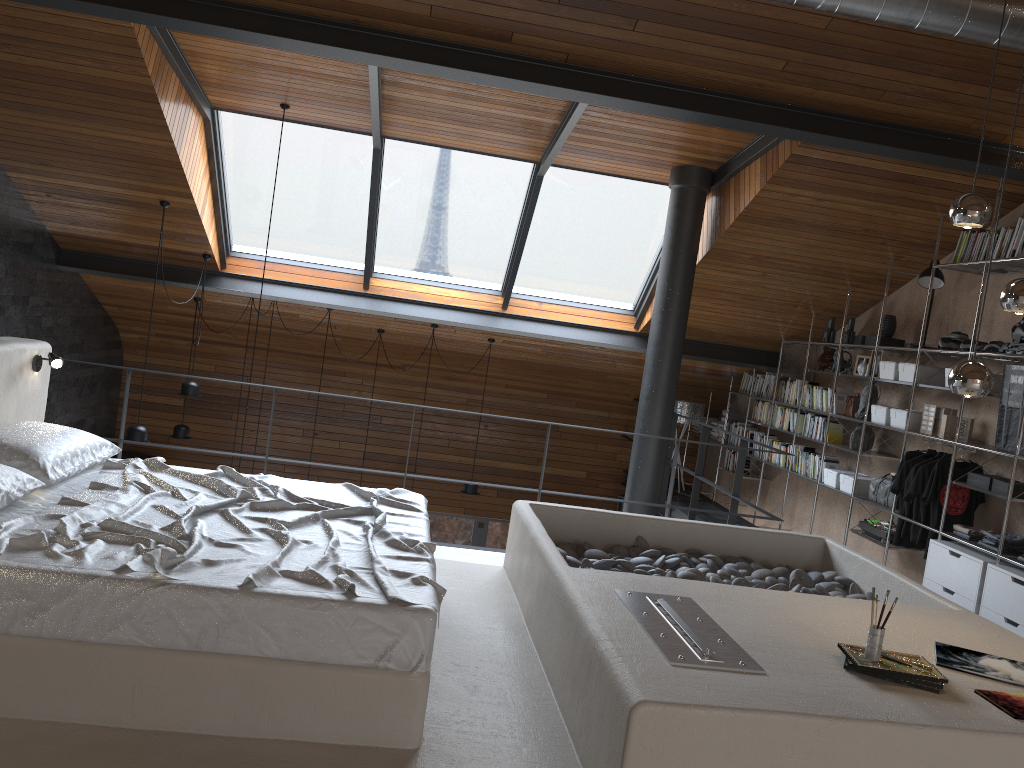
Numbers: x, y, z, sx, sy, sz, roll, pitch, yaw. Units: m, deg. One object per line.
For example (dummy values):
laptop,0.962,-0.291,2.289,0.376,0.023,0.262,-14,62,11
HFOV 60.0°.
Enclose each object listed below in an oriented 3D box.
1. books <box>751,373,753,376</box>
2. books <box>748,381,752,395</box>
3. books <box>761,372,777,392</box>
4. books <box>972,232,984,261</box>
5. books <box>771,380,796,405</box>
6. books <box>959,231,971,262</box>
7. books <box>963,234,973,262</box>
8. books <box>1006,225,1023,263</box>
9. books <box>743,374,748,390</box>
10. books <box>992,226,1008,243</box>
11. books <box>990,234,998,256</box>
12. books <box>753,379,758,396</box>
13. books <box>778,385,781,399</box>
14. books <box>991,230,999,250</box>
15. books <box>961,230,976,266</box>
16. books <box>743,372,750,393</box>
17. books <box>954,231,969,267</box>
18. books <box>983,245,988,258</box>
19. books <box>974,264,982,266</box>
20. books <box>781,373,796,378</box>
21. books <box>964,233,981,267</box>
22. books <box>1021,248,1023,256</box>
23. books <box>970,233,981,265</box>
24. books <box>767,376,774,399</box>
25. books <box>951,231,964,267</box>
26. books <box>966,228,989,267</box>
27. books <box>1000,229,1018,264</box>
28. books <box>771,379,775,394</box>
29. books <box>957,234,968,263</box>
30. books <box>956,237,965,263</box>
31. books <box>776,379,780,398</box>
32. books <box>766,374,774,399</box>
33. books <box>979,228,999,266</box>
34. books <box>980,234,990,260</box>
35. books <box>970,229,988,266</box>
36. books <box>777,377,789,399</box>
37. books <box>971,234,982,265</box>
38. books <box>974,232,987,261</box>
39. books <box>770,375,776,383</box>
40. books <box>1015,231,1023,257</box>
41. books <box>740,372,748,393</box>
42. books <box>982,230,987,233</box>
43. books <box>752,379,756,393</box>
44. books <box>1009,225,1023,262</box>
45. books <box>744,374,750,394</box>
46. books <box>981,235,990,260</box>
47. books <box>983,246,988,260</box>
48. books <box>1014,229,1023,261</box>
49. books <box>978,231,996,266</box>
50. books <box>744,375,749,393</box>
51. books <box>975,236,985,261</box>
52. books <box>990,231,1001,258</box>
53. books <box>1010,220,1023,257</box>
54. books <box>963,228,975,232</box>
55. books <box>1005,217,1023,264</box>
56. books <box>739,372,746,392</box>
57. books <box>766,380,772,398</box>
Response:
books,2.530,0.004,9.230,0.129,0.226,0.069,8,3,-7
books,2.514,0.035,9.150,0.119,0.169,0.058,8,3,-7
books,2.583,0.014,8.874,0.143,0.264,0.088,8,3,-7
books,3.078,-0.877,5.763,0.127,0.197,0.063,8,3,-7
books,2.612,0.071,8.360,0.131,0.216,0.509,8,3,-7
books,3.093,-0.900,5.934,0.148,0.229,0.073,8,3,-7
books,3.079,-0.885,5.883,0.130,0.202,0.063,8,3,-7
books,3.130,-0.861,5.456,0.117,0.218,0.073,8,3,-7
books,2.526,-0.004,9.340,0.148,0.229,0.073,8,3,-7
books,3.098,-0.881,5.627,0.122,0.227,0.076,8,3,-7
books,3.092,-0.855,5.612,0.112,0.173,0.054,8,3,-7
books,2.526,0.042,9.019,0.112,0.173,0.054,8,3,-7
books,2.614,0.083,8.459,0.131,0.181,0.014,8,3,-7
books,3.090,-0.866,5.617,0.111,0.194,0.059,8,3,-7
books,3.096,-0.897,5.907,0.160,0.228,0.080,8,3,-7
books,2.529,0.000,9.313,0.160,0.228,0.080,8,3,-7
books,3.094,-0.902,5.973,0.169,0.229,0.077,8,3,-7
books,3.084,-0.859,5.666,0.112,0.174,0.054,8,3,-7
books,3.099,-0.879,5.817,0.130,0.201,0.063,8,3,-7
books,2.627,0.039,8.486,0.143,0.268,0.020,8,3,-7
books,3.093,-0.885,5.871,0.146,0.208,0.071,8,3,-7
books,3.185,-0.862,5.333,0.191,0.249,0.077,8,3,-7
books,3.084,-0.878,5.805,0.127,0.197,0.063,8,3,-7
books,2.592,0.043,8.670,0.148,0.233,0.053,8,3,-7
books,3.074,-0.907,5.999,0.148,0.229,0.073,8,3,-7
books,3.092,-0.898,5.837,0.143,0.233,0.081,8,3,-8
books,3.123,-0.854,5.513,0.126,0.194,0.064,8,3,-7
books,2.598,0.062,8.625,0.143,0.199,0.019,8,3,-7
books,3.083,-0.896,5.949,0.149,0.202,0.067,8,3,-8
books,3.073,-0.886,5.964,0.131,0.178,0.057,8,3,-8
books,2.610,0.067,8.515,0.148,0.206,0.018,8,3,-7
books,2.619,0.034,8.740,0.191,0.249,0.077,8,3,-7
books,3.109,-0.880,5.704,0.161,0.220,0.074,8,3,-7
books,3.088,-0.863,5.693,0.117,0.180,0.059,8,3,-7
books,3.097,-0.892,5.824,0.129,0.226,0.069,8,3,-7
books,2.608,0.056,8.469,0.129,0.231,0.010,8,3,-7
books,3.094,-0.876,5.788,0.139,0.199,0.074,8,3,-8
books,3.087,-0.875,5.753,0.127,0.197,0.063,8,3,-7
books,2.625,0.038,8.729,0.191,0.244,0.075,8,3,-7
books,3.135,-0.867,5.340,0.148,0.229,0.073,8,3,-7
books,2.527,-0.005,9.380,0.169,0.229,0.077,8,3,-7
books,3.113,-0.882,5.774,0.177,0.214,0.064,8,3,-7
books,2.515,0.039,9.062,0.111,0.171,0.056,8,3,-7
books,3.142,-0.856,5.423,0.155,0.212,0.073,8,3,-7
books,2.527,0.011,9.278,0.146,0.208,0.071,8,3,-7
books,3.083,-0.860,5.683,0.112,0.173,0.054,8,3,-7
books,3.082,-0.857,5.656,0.111,0.171,0.056,8,3,-7
books,3.154,-0.853,5.381,0.164,0.214,0.066,8,3,-7
books,3.095,-0.875,5.724,0.125,0.204,0.072,8,3,-7
books,2.513,0.011,9.289,0.130,0.202,0.063,8,3,-7
books,3.081,-0.861,5.744,0.119,0.169,0.058,8,3,-7
books,3.109,-0.862,5.598,0.138,0.189,0.065,8,3,-7
books,3.129,-0.870,5.386,0.148,0.229,0.073,8,3,-7
books,3.111,-0.912,6.011,0.206,0.249,0.074,8,3,-8
books,3.150,-0.882,5.468,0.143,0.264,0.088,8,3,-7
books,2.507,-0.010,9.405,0.148,0.229,0.073,8,3,-7
books,2.583,0.059,8.709,0.131,0.178,0.057,8,3,-8
